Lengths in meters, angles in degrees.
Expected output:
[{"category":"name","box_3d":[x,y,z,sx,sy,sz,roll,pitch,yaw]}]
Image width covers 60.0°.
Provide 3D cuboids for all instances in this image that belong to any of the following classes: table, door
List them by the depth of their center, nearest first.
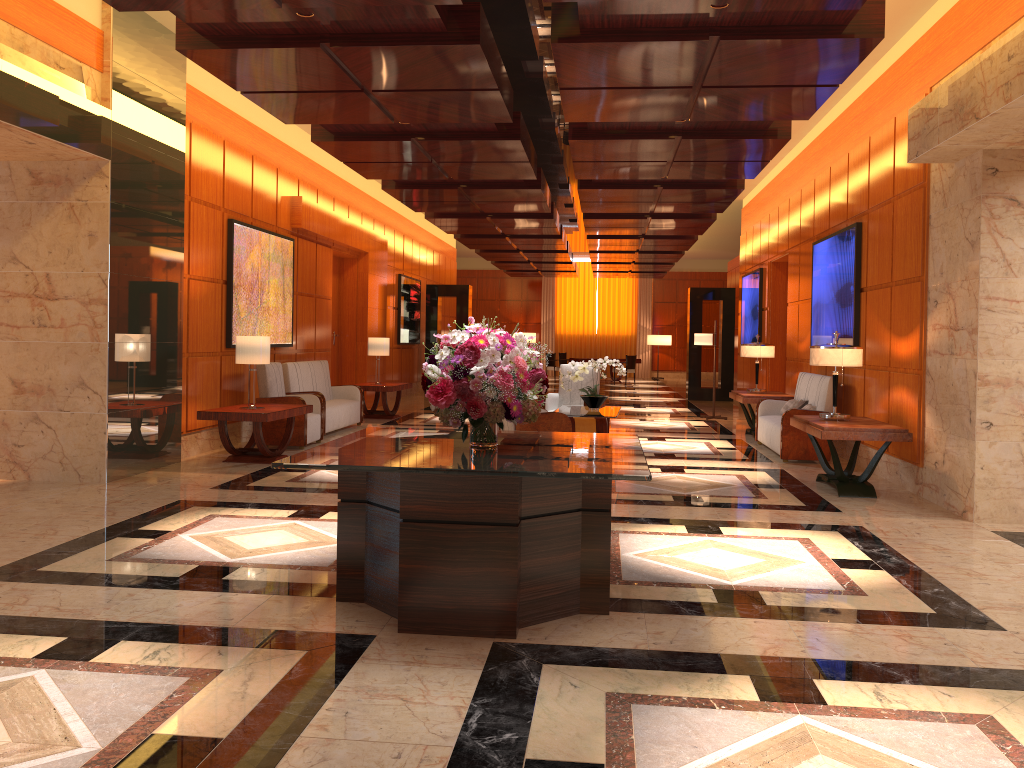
[{"category":"table","box_3d":[-0.151,0.686,4.473,1.600,0.744,1.602,1,3,6]},{"category":"table","box_3d":[2.975,0.638,7.903,0.725,0.606,1.271,1,2,6]},{"category":"table","box_3d":[-2.613,0.511,9.111,0.725,0.534,1.169,1,3,9]},{"category":"table","box_3d":[0.858,0.546,10.126,0.722,0.495,1.561,1,3,9]},{"category":"table","box_3d":[3.416,0.432,12.102,0.725,0.606,1.271,1,2,6]},{"category":"door","box_3d":[4.359,-0.664,13.885,0.340,2.650,1.539,1,1,6]},{"category":"table","box_3d":[-2.091,0.267,14.094,0.725,0.534,1.169,1,3,9]},{"category":"door","box_3d":[-2.946,-0.832,14.631,0.340,2.650,1.501,1,1,6]},{"category":"table","box_3d":[2.806,-0.403,26.711,2.107,0.741,0.784,0,2,-23]}]

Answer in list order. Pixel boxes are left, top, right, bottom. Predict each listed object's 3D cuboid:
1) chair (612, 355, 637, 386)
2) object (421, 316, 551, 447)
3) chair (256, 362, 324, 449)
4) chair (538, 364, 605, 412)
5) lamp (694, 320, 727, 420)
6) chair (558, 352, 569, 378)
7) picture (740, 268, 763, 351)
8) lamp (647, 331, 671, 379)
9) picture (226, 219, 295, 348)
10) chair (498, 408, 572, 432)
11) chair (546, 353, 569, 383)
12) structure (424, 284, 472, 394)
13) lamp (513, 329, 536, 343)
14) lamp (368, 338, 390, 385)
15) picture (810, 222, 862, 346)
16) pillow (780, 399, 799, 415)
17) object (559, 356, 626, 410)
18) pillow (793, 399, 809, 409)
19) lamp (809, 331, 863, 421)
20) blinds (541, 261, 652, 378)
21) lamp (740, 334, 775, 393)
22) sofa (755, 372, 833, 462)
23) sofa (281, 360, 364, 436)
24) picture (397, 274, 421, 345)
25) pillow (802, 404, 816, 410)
[{"category":"chair","box_3d":[3.319,-0.411,25.830,0.584,0.893,0.577,0,2,-41]},{"category":"object","box_3d":[-0.138,-0.018,4.484,0.650,0.658,0.681,1,2,-3]},{"category":"chair","box_3d":[-2.588,0.232,10.299,0.628,0.960,0.738,1,1,5]},{"category":"chair","box_3d":[0.794,0.224,11.631,0.738,0.960,0.629,2,1,25]},{"category":"lamp","box_3d":[3.327,-0.239,14.908,0.526,1.660,0.360,1,1,-4]},{"category":"chair","box_3d":[1.754,-0.543,27.880,0.577,0.893,0.584,2,2,34]},{"category":"picture","box_3d":[4.357,-1.312,16.155,0.056,1.451,1.998,1,2,6]},{"category":"lamp","box_3d":[5.034,-0.993,30.337,0.811,1.660,0.811,0,1,-44]},{"category":"picture","box_3d":[-3.069,-1.178,10.942,0.056,1.451,1.998,1,2,6]},{"category":"chair","box_3d":[0.186,0.362,8.697,0.628,0.960,0.738,1,2,-15]},{"category":"chair","box_3d":[1.308,-0.491,26.703,0.577,0.893,0.584,2,2,44]},{"category":"structure","box_3d":[-1.459,-1.020,20.361,0.985,2.497,0.500,1,1,6]},{"category":"lamp","box_3d":[0.416,-1.100,30.820,0.811,1.660,0.811,0,1,-44]},{"category":"lamp","box_3d":[1.493,-0.033,8.753,0.335,0.734,13.012,0,3,-35]},{"category":"picture","box_3d":[3.745,-1.026,10.326,0.056,1.451,1.998,1,2,6]},{"category":"pillow","box_3d":[3.395,0.294,10.841,0.195,0.227,0.344,1,2,11]},{"category":"object","box_3d":[0.937,-0.015,10.231,0.788,0.617,0.418,0,1,-17]},{"category":"pillow","box_3d":[3.378,0.307,10.405,0.160,0.253,0.358,1,2,3]},{"category":"lamp","box_3d":[2.933,-0.077,8.037,0.458,0.809,0.459,1,1,15]},{"category":"blinds","box_3d":[2.957,-2.281,31.179,3.853,4.063,0.149,1,1,6]},{"category":"lamp","box_3d":[3.367,-0.288,12.169,0.458,0.793,0.459,0,1,-32]},{"category":"sofa","box_3d":[3.307,0.344,10.394,0.612,0.931,1.800,1,2,6]},{"category":"sofa","box_3d":[-2.532,0.163,11.918,0.612,0.931,1.800,1,2,6]},{"category":"picture","box_3d":[-2.207,-1.580,19.159,0.056,1.451,1.998,1,2,6]},{"category":"pillow","box_3d":[3.297,0.342,9.964,0.202,0.229,0.273,1,2,8]}]
